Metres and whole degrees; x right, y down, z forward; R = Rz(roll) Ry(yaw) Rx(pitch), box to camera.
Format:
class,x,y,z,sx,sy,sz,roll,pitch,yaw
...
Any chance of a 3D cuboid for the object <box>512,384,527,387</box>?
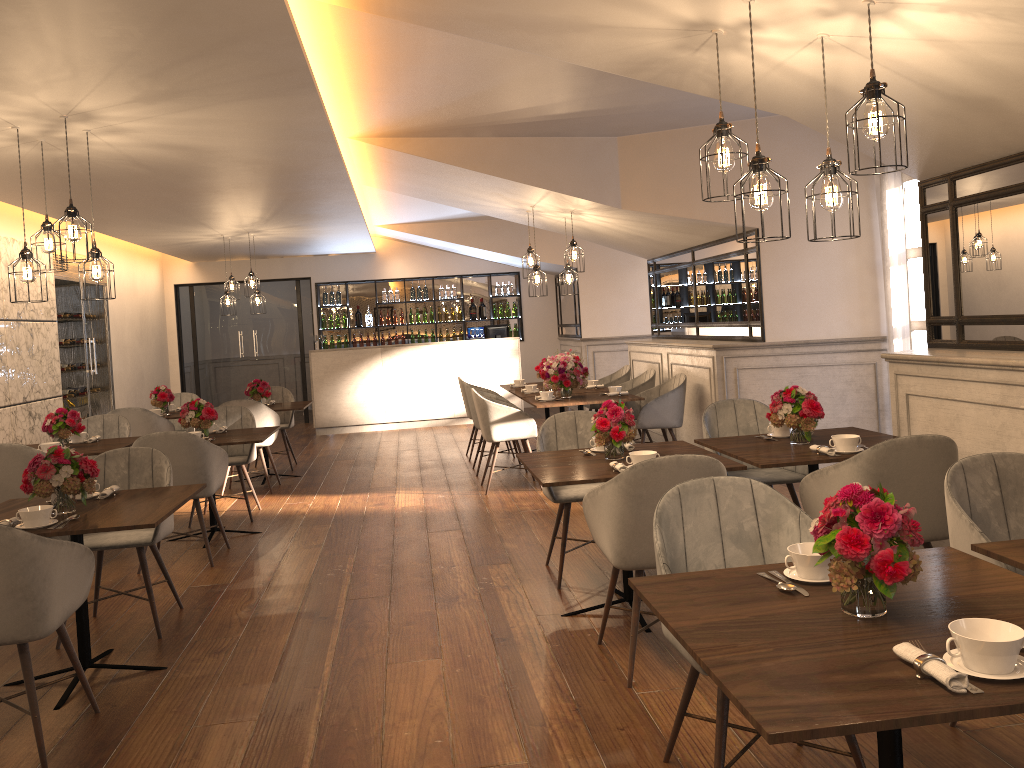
class,x,y,z,sx,sy,sz,roll,pitch,yaw
object,0.079,0.011,9.486,0.192,0.024,0.025,-4,2,-7

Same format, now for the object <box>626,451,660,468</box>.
class,x,y,z,sx,sy,sz,roll,pitch,yaw
object,0.580,0.339,3.907,0.148,0.072,0.148,-6,4,-39

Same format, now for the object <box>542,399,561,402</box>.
class,x,y,z,sx,sy,sz,roll,pitch,yaw
object,0.333,0.138,7.482,0.197,0.015,0.043,-4,4,-11

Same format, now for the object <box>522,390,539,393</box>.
class,x,y,z,sx,sy,sz,roll,pitch,yaw
object,0.187,0.066,8.597,0.192,0.024,0.025,-4,2,-7

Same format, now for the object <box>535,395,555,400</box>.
class,x,y,z,sx,sy,sz,roll,pitch,yaw
object,0.286,0.114,7.705,0.175,0.039,0.056,-4,3,-7

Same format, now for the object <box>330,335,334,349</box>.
class,x,y,z,sx,sy,sz,roll,pitch,yaw
object,-2.898,-0.655,14.235,0.065,0.261,0.066,-4,1,-28

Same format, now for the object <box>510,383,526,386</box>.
class,x,y,z,sx,sy,sz,roll,pitch,yaw
object,0.065,0.003,9.519,0.175,0.039,0.056,-4,3,-7

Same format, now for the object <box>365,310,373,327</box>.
class,x,y,z,sx,sy,sz,roll,pitch,yaw
object,-2.311,-1.068,14.303,0.108,0.281,0.108,-3,1,39

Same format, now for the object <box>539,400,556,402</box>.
class,x,y,z,sx,sy,sz,roll,pitch,yaw
object,0.336,0.141,7.518,0.211,0.004,0.022,-4,4,-7

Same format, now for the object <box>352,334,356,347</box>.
class,x,y,z,sx,sy,sz,roll,pitch,yaw
object,-2.546,-0.680,14.278,0.065,0.261,0.066,-4,1,-28

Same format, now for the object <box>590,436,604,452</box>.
class,x,y,z,sx,sy,sz,roll,pitch,yaw
object,0.471,0.305,4.507,0.148,0.072,0.148,-6,4,-39

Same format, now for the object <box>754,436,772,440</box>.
class,x,y,z,sx,sy,sz,roll,pitch,yaw
object,1.307,0.276,4.589,0.043,0.015,0.197,-4,4,-3

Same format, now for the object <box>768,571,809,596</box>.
class,x,y,z,sx,sy,sz,roll,pitch,yaw
object,0.680,0.487,2.168,0.022,0.004,0.211,-4,4,-7

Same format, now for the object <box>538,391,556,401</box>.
class,x,y,z,sx,sy,sz,roll,pitch,yaw
object,0.299,0.104,7.591,0.148,0.072,0.148,-1,4,36

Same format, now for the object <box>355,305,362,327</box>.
class,x,y,z,sx,sy,sz,roll,pitch,yaw
object,-2.479,-1.097,14.289,0.104,0.359,0.104,-4,1,-35

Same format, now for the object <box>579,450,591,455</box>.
class,x,y,z,sx,sy,sz,roll,pitch,yaw
object,0.370,0.342,4.475,0.043,0.015,0.197,-4,4,-3

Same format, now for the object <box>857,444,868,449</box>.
class,x,y,z,sx,sy,sz,roll,pitch,yaw
object,1.628,0.293,4.054,0.043,0.015,0.197,-4,4,-10

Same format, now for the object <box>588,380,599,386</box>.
class,x,y,z,sx,sy,sz,roll,pitch,yaw
object,0.785,0.002,8.626,0.148,0.072,0.148,-1,4,36

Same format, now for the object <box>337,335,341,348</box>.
class,x,y,z,sx,sy,sz,roll,pitch,yaw
object,-2.788,-0.663,14.249,0.065,0.261,0.066,-4,1,-28

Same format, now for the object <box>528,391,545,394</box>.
class,x,y,z,sx,sy,sz,roll,pitch,yaw
object,0.221,0.082,8.407,0.197,0.015,0.043,-4,4,-11

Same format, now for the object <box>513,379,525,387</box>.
class,x,y,z,sx,sy,sz,roll,pitch,yaw
object,0.078,-0.007,9.406,0.148,0.072,0.148,-1,4,36

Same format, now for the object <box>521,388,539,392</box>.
class,x,y,z,sx,sy,sz,roll,pitch,yaw
object,0.173,0.057,8.630,0.175,0.039,0.056,-4,3,-7

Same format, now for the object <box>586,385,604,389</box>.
class,x,y,z,sx,sy,sz,roll,pitch,yaw
object,0.800,0.026,8.513,0.175,0.039,0.056,-4,3,-7

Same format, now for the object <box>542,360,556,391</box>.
class,x,y,z,sx,sy,sz,roll,pitch,yaw
object,0.398,-0.090,8.639,0.234,0.301,0.306,-3,2,12

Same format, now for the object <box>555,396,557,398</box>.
class,x,y,z,sx,sy,sz,roll,pitch,yaw
object,0.300,0.122,7.672,0.192,0.024,0.025,-4,2,-7

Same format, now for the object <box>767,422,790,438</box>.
class,x,y,z,sx,sy,sz,roll,pitch,yaw
object,1.407,0.239,4.621,0.148,0.072,0.148,-6,4,-39

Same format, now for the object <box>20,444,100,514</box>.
class,x,y,z,sx,sy,sz,roll,pitch,yaw
object,-1.905,0.391,3.736,0.306,0.301,0.234,-5,2,-29

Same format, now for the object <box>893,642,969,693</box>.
class,x,y,z,sx,sy,sz,roll,pitch,yaw
object,0.749,0.505,1.589,0.056,0.039,0.176,-4,4,-7

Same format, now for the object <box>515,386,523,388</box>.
class,x,y,z,sx,sy,sz,roll,pitch,yaw
object,0.112,0.027,9.297,0.197,0.015,0.043,-4,4,-11

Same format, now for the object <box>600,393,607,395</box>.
class,x,y,z,sx,sy,sz,roll,pitch,yaw
object,0.866,0.082,7.811,0.197,0.015,0.043,-4,4,-11

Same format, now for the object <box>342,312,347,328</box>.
class,x,y,z,sx,sy,sz,roll,pitch,yaw
object,-2.701,-1.032,14.258,0.065,0.261,0.066,-4,1,-28

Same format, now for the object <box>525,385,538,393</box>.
class,x,y,z,sx,sy,sz,roll,pitch,yaw
object,0.186,0.047,8.517,0.148,0.072,0.148,-1,4,36

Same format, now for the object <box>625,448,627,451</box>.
class,x,y,z,sx,sy,sz,roll,pitch,yaw
object,0.552,0.324,4.508,0.025,0.024,0.193,-4,4,-7

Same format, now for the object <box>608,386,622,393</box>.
class,x,y,z,sx,sy,sz,roll,pitch,yaw
object,0.897,0.059,7.701,0.148,0.072,0.148,-1,4,36

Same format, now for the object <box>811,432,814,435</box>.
class,x,y,z,sx,sy,sz,roll,pitch,yaw
object,1.521,0.248,4.635,0.056,0.039,0.176,-4,4,-7

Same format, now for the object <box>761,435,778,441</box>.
class,x,y,z,sx,sy,sz,roll,pitch,yaw
object,1.335,0.280,4.586,0.022,0.004,0.211,-4,4,-7

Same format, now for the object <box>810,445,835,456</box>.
class,x,y,z,sx,sy,sz,roll,pitch,yaw
object,1.405,0.298,4.007,0.056,0.039,0.176,-4,4,-7

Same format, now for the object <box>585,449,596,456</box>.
class,x,y,z,sx,sy,sz,roll,pitch,yaw
object,0.399,0.347,4.472,0.022,0.004,0.211,-4,4,-7

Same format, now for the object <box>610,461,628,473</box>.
class,x,y,z,sx,sy,sz,roll,pitch,yaw
object,0.468,0.364,3.893,0.056,0.039,0.176,-4,4,-7

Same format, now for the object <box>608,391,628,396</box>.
class,x,y,z,sx,sy,sz,roll,pitch,yaw
object,0.912,0.083,7.588,0.175,0.039,0.056,-4,3,-7

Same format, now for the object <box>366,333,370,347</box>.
class,x,y,z,sx,sy,sz,roll,pitch,yaw
object,-2.327,-0.695,14.305,0.065,0.261,0.066,-4,1,-28

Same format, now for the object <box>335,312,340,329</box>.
class,x,y,z,sx,sy,sz,roll,pitch,yaw
object,-2.811,-1.024,14.245,0.065,0.261,0.066,-4,1,-28

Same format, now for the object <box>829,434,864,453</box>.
class,x,y,z,sx,sy,sz,roll,pitch,yaw
object,1.516,0.273,4.021,0.148,0.072,0.148,-6,4,-39

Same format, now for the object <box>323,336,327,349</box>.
class,x,y,z,sx,sy,sz,roll,pitch,yaw
object,-3.007,-0.647,14.222,0.065,0.261,0.066,-4,1,-28

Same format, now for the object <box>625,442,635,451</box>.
class,x,y,z,sx,sy,sz,roll,pitch,yaw
object,0.585,0.314,4.521,0.056,0.039,0.176,-4,4,-7

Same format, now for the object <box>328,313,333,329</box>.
class,x,y,z,sx,sy,sz,roll,pitch,yaw
object,-2.920,-1.017,14.231,0.065,0.261,0.066,-4,1,-28

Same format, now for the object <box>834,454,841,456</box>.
class,x,y,z,sx,sy,sz,roll,pitch,yaw
object,1.438,0.302,4.021,0.025,0.024,0.193,-4,4,-7

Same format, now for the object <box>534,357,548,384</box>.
class,x,y,z,sx,sy,sz,roll,pitch,yaw
object,0.370,-0.147,9.458,0.234,0.301,0.306,-2,3,41

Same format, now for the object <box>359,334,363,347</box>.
class,x,y,z,sx,sy,sz,roll,pitch,yaw
object,-2.437,-0.688,14.291,0.065,0.261,0.066,-4,1,-28

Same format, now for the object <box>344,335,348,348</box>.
class,x,y,z,sx,sy,sz,roll,pitch,yaw
object,-2.679,-0.670,14.262,0.065,0.261,0.066,-4,1,-28

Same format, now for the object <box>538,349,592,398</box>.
class,x,y,z,sx,sy,sz,roll,pitch,yaw
object,0.460,-0.094,7.738,0.420,0.425,0.405,-4,2,-19
